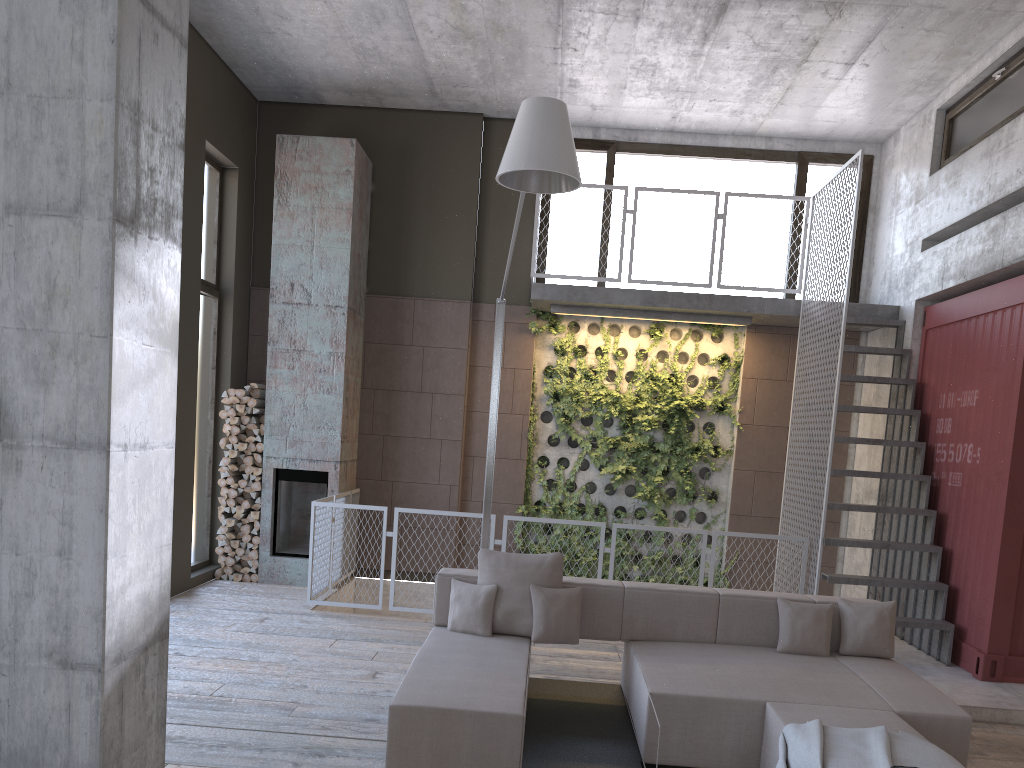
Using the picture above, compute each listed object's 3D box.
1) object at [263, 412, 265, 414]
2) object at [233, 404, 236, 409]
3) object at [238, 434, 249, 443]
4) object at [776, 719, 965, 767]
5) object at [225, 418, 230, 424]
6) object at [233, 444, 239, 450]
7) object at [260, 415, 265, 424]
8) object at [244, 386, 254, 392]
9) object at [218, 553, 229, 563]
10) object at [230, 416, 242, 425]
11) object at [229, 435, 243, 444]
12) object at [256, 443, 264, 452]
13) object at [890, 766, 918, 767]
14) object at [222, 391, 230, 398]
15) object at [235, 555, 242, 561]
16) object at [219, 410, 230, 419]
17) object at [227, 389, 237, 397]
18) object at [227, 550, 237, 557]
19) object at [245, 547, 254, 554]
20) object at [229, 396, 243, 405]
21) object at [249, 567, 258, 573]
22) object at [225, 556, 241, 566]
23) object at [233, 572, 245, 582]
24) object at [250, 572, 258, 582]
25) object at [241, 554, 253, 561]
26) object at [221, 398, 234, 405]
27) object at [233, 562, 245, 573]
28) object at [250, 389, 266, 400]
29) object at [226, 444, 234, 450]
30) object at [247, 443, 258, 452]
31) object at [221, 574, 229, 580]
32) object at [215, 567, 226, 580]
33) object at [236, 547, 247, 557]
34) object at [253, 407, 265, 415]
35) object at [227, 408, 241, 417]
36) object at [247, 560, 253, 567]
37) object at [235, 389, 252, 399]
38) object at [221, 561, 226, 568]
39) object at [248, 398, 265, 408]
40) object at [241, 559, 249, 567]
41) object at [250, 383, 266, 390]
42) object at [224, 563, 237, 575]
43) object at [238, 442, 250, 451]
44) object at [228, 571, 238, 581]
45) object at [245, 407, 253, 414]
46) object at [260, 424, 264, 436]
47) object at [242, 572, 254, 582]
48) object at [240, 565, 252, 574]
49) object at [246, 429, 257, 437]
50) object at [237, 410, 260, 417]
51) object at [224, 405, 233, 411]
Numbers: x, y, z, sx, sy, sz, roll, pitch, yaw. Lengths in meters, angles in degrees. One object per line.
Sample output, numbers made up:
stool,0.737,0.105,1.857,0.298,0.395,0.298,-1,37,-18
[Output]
object,-2.561,0.305,9.291,0.064,0.048,0.250,4,-3,4
object,-2.852,0.238,9.278,0.071,0.072,0.421,4,-3,2
object,-2.791,0.574,9.284,0.101,0.087,0.361,4,-3,2
object,1.475,1.779,3.425,1.040,0.506,1.597,3,-2,21
object,-2.907,0.391,9.198,0.067,0.067,0.421,4,-3,2
object,-2.840,0.665,9.262,0.067,0.067,0.421,4,-3,2
object,-2.578,0.380,9.298,0.100,0.103,0.292,4,-2,4
object,-2.719,0.061,9.180,0.065,0.073,0.358,4,-3,1
object,-3.030,1.847,9.355,0.101,0.103,0.291,4,-2,4
object,-2.831,0.386,9.192,0.093,0.084,0.478,4,-3,2
object,-2.871,0.583,9.262,0.092,0.094,0.435,4,-3,2
object,-2.592,0.664,9.265,0.091,0.092,0.435,4,-3,2
object,1.472,1.500,3.231,0.302,0.170,0.296,4,-1,-10
object,-2.929,0.114,9.171,0.067,0.069,0.421,4,-3,2
object,-2.868,1.831,9.359,0.064,0.075,0.358,4,-3,1
object,-2.948,0.324,9.190,0.091,0.093,0.436,4,-3,2
object,-2.863,0.105,9.197,0.091,0.091,0.453,4,-3,1
object,-2.927,1.786,9.332,0.089,0.057,0.331,4,-3,2
object,-2.756,1.760,9.371,0.067,0.071,0.421,4,-3,2
object,-2.826,0.179,9.162,0.113,0.080,0.433,4,-3,2
object,-2.708,1.952,9.378,0.071,0.073,0.421,4,-3,2
object,-2.939,1.860,9.309,0.098,0.107,0.293,4,-2,3
object,-2.858,2.040,9.387,0.093,0.084,0.478,4,-3,2
object,-2.686,2.044,9.395,0.091,0.092,0.435,4,-3,2
object,-2.766,1.825,9.350,0.122,0.068,0.362,4,-3,4
object,-2.925,0.186,9.204,0.122,0.069,0.362,4,-3,4
object,-2.886,1.954,9.415,0.101,0.087,0.361,4,-3,2
object,-2.656,0.108,9.238,0.099,0.108,0.293,4,-2,3
object,-2.920,0.658,9.265,0.067,0.067,0.421,4,-3,2
object,-2.679,0.666,9.273,0.091,0.090,0.453,4,-3,2
object,-3.014,2.038,9.396,0.067,0.067,0.421,4,-3,2
object,-3.078,2.003,9.359,0.064,0.126,0.362,4,-2,1
object,-2.827,1.764,9.345,0.091,0.090,0.453,4,-3,1
object,-2.613,0.287,9.185,0.066,0.068,0.421,4,-3,2
object,-2.859,0.305,9.180,0.091,0.090,0.454,4,-3,2
object,-2.734,1.894,9.367,0.066,0.085,0.423,4,-3,0
object,-2.776,0.112,9.110,0.104,0.103,0.291,4,-2,2
object,-3.019,1.892,9.276,0.045,0.073,0.250,4,-2,2
object,-2.648,0.204,9.172,0.093,0.093,0.436,4,-3,2
object,-2.822,1.901,9.441,0.104,0.103,0.291,4,-2,2
object,-2.654,0.029,9.200,0.087,0.056,0.331,4,-3,2
object,-2.965,1.963,9.393,0.092,0.094,0.435,4,-3,2
object,-2.764,0.660,9.257,0.093,0.084,0.478,4,-3,2
object,-2.934,2.045,9.393,0.067,0.067,0.421,4,-3,2
object,-2.693,0.282,9.188,0.067,0.067,0.421,4,-3,2
object,-2.570,0.482,9.237,0.063,0.127,0.362,4,-2,1
object,-2.773,2.046,9.403,0.091,0.090,0.453,4,-3,2
object,-2.785,1.972,9.402,0.115,0.080,0.433,4,-3,2
object,-2.728,0.522,9.310,0.104,0.103,0.291,4,-2,2
object,-2.759,0.318,9.207,0.115,0.080,0.433,4,-3,2
object,-2.917,0.259,9.199,0.066,0.087,0.423,4,-3,0
